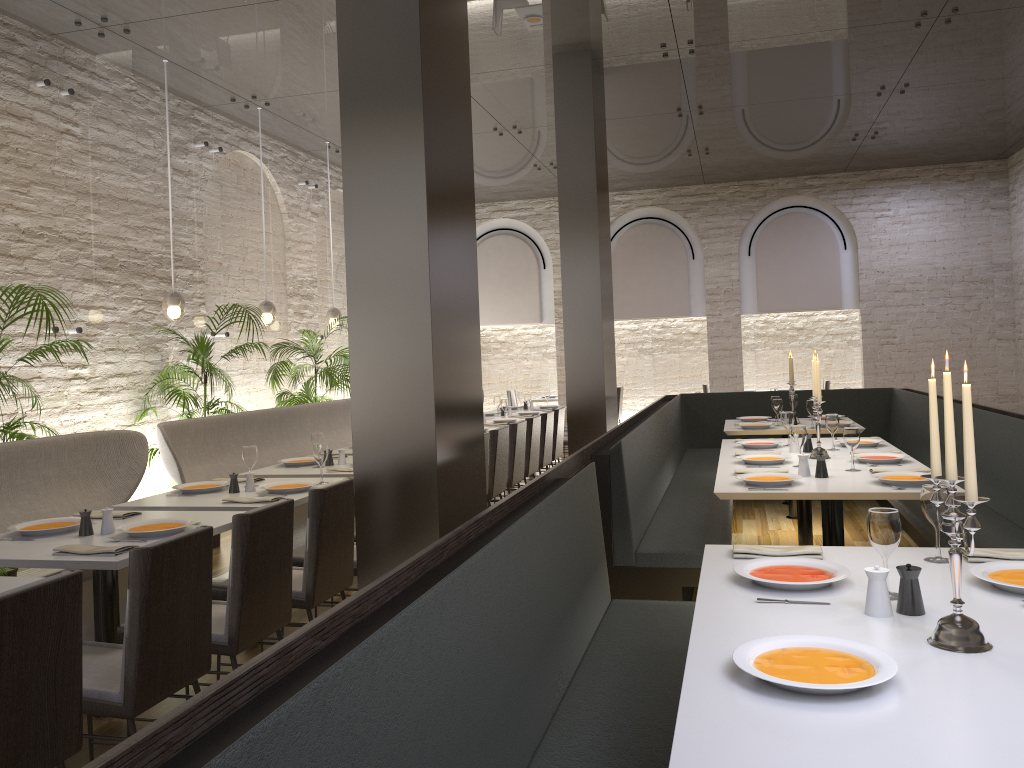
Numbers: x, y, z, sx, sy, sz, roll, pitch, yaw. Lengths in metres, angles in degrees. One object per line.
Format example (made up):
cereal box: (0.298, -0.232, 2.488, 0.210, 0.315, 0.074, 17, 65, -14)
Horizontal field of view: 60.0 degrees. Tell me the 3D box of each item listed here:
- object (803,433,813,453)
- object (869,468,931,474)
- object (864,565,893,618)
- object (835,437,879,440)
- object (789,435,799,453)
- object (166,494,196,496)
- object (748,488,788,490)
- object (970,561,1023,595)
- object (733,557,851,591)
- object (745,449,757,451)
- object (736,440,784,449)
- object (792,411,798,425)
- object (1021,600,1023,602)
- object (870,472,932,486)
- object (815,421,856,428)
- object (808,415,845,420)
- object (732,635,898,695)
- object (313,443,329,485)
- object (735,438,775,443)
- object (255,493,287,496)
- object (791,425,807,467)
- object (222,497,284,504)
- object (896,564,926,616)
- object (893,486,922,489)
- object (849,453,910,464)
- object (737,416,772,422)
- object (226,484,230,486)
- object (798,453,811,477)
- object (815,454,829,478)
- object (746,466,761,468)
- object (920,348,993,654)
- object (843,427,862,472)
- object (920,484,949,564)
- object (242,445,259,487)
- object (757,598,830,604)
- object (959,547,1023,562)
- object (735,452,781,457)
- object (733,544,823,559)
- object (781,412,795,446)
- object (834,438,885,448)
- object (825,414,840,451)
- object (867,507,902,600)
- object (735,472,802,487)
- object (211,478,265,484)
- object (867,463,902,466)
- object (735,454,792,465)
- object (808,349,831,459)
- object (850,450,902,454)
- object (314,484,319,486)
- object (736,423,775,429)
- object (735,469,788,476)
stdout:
object: (1.880, 0.376, 5.629, 0.069, 0.127, 0.069, -2, 0, 8)
object: (2.000, 0.451, 4.573, 0.273, 0.033, 0.143, -2, 2, 14)
object: (0.911, 0.515, 2.207, 0.069, 0.127, 0.069, -2, 0, 8)
object: (2.414, 0.387, 6.204, 0.273, 0.033, 0.143, -2, 2, 14)
object: (1.801, 0.378, 5.653, 0.069, 0.127, 0.069, -2, 0, 8)
object: (-1.782, 0.599, 4.775, 0.185, 0.010, 0.017, -2, 1, 14)
object: (1.213, 0.497, 4.193, 0.185, 0.010, 0.017, -2, 1, 14)
object: (1.418, 0.532, 2.393, 0.321, 0.036, 0.322, -1, 2, 34)
object: (0.803, 0.552, 2.551, 0.321, 0.036, 0.322, -1, 2, 34)
object: (1.628, 0.432, 5.824, 0.185, 0.010, 0.017, -2, 1, 14)
object: (1.687, 0.414, 6.028, 0.321, 0.036, 0.321, -2, 2, 10)
object: (2.424, 0.295, 7.636, 0.069, 0.127, 0.069, -2, 0, -34)
object: (1.364, 0.548, 2.195, 0.181, 0.015, 0.038, -2, 1, 16)
object: (1.888, 0.459, 4.244, 0.321, 0.036, 0.322, -3, 2, -10)
object: (2.668, 0.337, 7.314, 0.321, 0.036, 0.322, -3, 2, -10)
object: (2.852, 0.308, 8.038, 0.322, 0.036, 0.321, -3, 2, -27)
object: (0.616, 0.581, 1.814, 0.321, 0.036, 0.322, -3, 2, -10)
object: (-1.090, 0.454, 5.058, 0.086, 0.231, 0.086, -2, 0, -34)
object: (1.748, 0.408, 6.373, 0.273, 0.033, 0.143, -2, 2, 14)
object: (-1.262, 0.580, 4.642, 0.181, 0.015, 0.038, -2, 1, 16)
object: (1.614, 0.349, 4.974, 0.086, 0.231, 0.086, -2, 0, 14)
object: (-1.302, 0.586, 4.470, 0.273, 0.033, 0.143, -2, 2, 14)
object: (0.993, 0.512, 2.211, 0.069, 0.127, 0.069, -2, 0, 8)
object: (1.837, 0.474, 4.058, 0.181, 0.015, 0.038, -2, 1, 16)
object: (2.092, 0.427, 5.045, 0.321, 0.036, 0.322, -1, 2, 34)
object: (2.238, 0.328, 8.196, 0.321, 0.036, 0.321, -2, 2, 10)
object: (-1.693, 0.583, 5.125, 0.181, 0.015, 0.038, -2, 1, 16)
object: (1.516, 0.420, 4.603, 0.068, 0.127, 0.069, -2, 0, 37)
object: (1.583, 0.420, 4.535, 0.069, 0.127, 0.068, -2, 0, -44)
object: (1.416, 0.465, 4.991, 0.185, 0.010, 0.017, -2, 1, 14)
object: (0.980, 0.249, 1.970, 0.131, 0.657, 0.390, -3, 0, 25)
object: (1.816, 0.348, 4.731, 0.086, 0.231, 0.086, -2, 0, -34)
object: (1.306, 0.428, 2.723, 0.086, 0.231, 0.086, -2, 0, 26)
object: (-1.492, 0.470, 5.053, 0.086, 0.231, 0.086, -2, 0, -34)
object: (0.740, 0.571, 2.330, 0.185, 0.010, 0.017, -2, 1, 14)
object: (1.526, 0.519, 2.710, 0.273, 0.033, 0.143, -2, 2, 14)
object: (1.536, 0.441, 5.540, 0.273, 0.033, 0.143, -2, 2, 14)
object: (0.860, 0.540, 2.879, 0.273, 0.033, 0.143, -2, 2, 14)
object: (1.885, 0.306, 6.040, 0.086, 0.231, 0.086, -2, 0, 26)
object: (2.301, 0.394, 5.870, 0.321, 0.036, 0.321, -2, 2, 10)
object: (2.062, 0.309, 5.698, 0.086, 0.231, 0.086, -2, 0, 26)
object: (0.995, 0.451, 2.362, 0.086, 0.231, 0.086, -2, 0, 26)
object: (1.274, 0.478, 4.402, 0.321, 0.036, 0.322, -2, 2, 12)
object: (-1.631, 0.575, 5.279, 0.273, 0.033, 0.143, -2, 2, 14)
object: (2.040, 0.442, 4.856, 0.181, 0.015, 0.038, -2, 1, 16)
object: (1.478, 0.446, 5.203, 0.321, 0.036, 0.322, -1, 2, 34)
object: (1.828, 0.116, 5.309, 0.131, 0.657, 0.390, -3, 0, 25)
object: (2.202, 0.420, 5.371, 0.273, 0.033, 0.143, -2, 2, 14)
object: (-1.173, 0.568, 4.991, 0.185, 0.010, 0.017, -2, 1, 14)
object: (2.054, 0.356, 7.472, 0.321, 0.036, 0.322, -3, 2, -10)
object: (1.333, 0.473, 4.742, 0.273, 0.033, 0.143, -2, 2, 14)
